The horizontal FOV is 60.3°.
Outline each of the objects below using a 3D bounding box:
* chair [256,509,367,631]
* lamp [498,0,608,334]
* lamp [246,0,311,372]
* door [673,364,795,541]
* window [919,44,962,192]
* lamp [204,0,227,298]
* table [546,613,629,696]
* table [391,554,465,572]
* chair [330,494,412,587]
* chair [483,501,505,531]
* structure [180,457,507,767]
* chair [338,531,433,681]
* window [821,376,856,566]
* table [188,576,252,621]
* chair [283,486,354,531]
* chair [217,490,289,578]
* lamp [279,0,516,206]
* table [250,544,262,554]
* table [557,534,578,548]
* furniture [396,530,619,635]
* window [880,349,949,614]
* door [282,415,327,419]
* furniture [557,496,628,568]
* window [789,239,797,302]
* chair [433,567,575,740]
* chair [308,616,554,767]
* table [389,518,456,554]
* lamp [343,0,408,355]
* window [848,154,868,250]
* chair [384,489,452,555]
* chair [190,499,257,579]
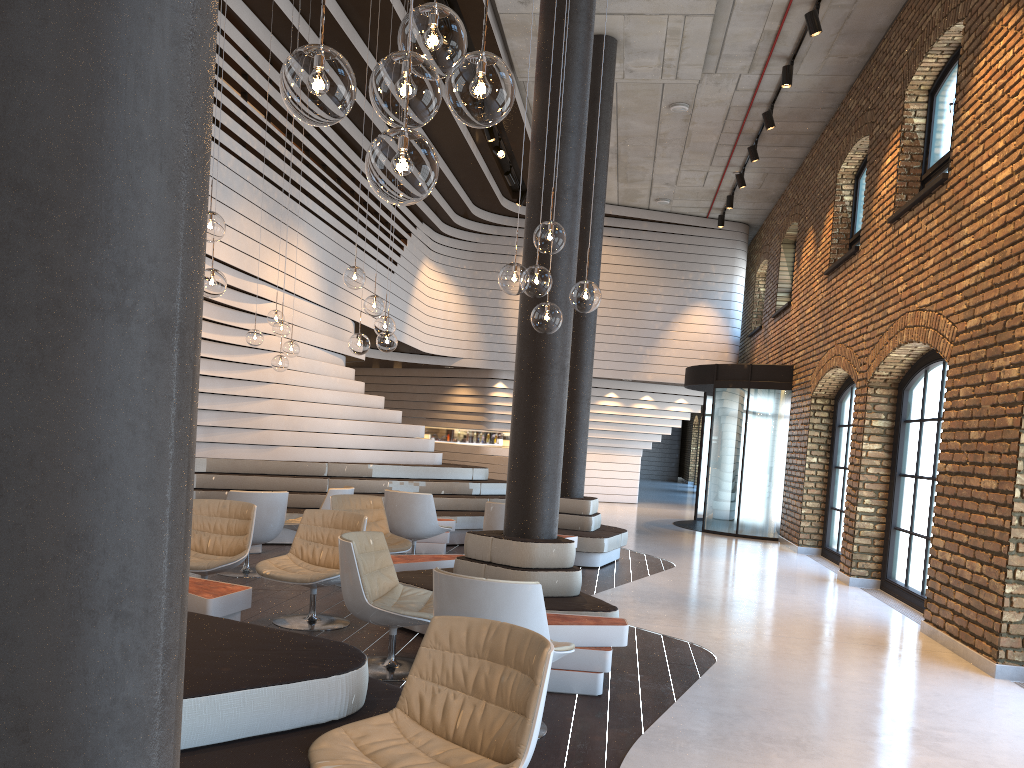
[{"bbox_3d":[-1.379,1.283,6.142,0.657,0.769,0.708,4,0,27],"label":"chair"},{"bbox_3d":[0.348,-2.605,4.491,0.544,4.695,0.292,4,3,-7],"label":"lamp"},{"bbox_3d":[-2.142,-2.481,8.420,0.530,4.735,0.332,2,3,-31],"label":"lamp"},{"bbox_3d":[4.559,1.241,15.467,3.205,2.863,3.245,4,-1,14],"label":"door"},{"bbox_3d":[4.145,-2.435,8.214,0.126,1.456,1.567,4,0,7],"label":"window"},{"bbox_3d":[-1.585,-2.724,4.769,0.293,4.695,0.541,4,3,3],"label":"lamp"},{"bbox_3d":[0.210,1.528,5.021,0.905,0.372,0.413,4,0,0],"label":"table"},{"bbox_3d":[-0.745,1.580,7.114,0.414,0.372,0.903,4,-2,45],"label":"table"},{"bbox_3d":[-1.267,1.381,7.726,0.654,0.769,0.711,4,0,-43],"label":"chair"},{"bbox_3d":[0.024,1.516,8.525,0.657,0.769,0.709,4,0,8],"label":"chair"},{"bbox_3d":[-2.484,1.075,5.240,5.773,0.930,18.195,4,-3,4],"label":"structure"},{"bbox_3d":[-0.669,1.274,5.117,0.711,0.769,0.655,4,0,11],"label":"chair"},{"bbox_3d":[4.359,1.087,11.192,0.130,2.545,2.349,4,0,7],"label":"window"},{"bbox_3d":[-1.929,1.400,5.390,0.907,0.372,0.412,2,-2,40],"label":"table"},{"bbox_3d":[-1.967,1.397,8.865,0.710,0.769,0.655,4,0,7],"label":"chair"},{"bbox_3d":[-2.375,1.315,7.926,0.654,0.769,0.711,4,0,-38],"label":"chair"},{"bbox_3d":[-0.123,-2.726,1.948,0.543,4.649,0.274,2,3,-31],"label":"lamp"},{"bbox_3d":[-2.890,1.538,9.003,0.414,0.372,0.903,4,-2,45],"label":"table"},{"bbox_3d":[0.213,1.771,9.297,0.906,0.372,0.413,4,-1,10],"label":"table"},{"bbox_3d":[-0.178,1.389,6.117,1.272,0.724,1.773,5,-2,-22],"label":"furniture"},{"bbox_3d":[4.011,0.903,8.375,0.130,2.545,2.349,4,0,7],"label":"window"},{"bbox_3d":[-4.928,0.958,21.825,1.773,2.713,0.079,4,3,12],"label":"door"},{"bbox_3d":[0.781,1.691,10.276,1.277,0.724,1.767,2,-3,43],"label":"furniture"},{"bbox_3d":[5.001,-1.981,15.160,0.126,1.456,1.567,4,0,7],"label":"window"},{"bbox_3d":[-0.064,1.267,4.250,0.657,0.769,0.708,4,0,25],"label":"chair"},{"bbox_3d":[-0.244,1.170,2.764,0.657,0.769,0.708,4,0,45],"label":"chair"},{"bbox_3d":[-1.070,1.720,9.982,0.904,0.372,0.413,5,-1,-20],"label":"table"},{"bbox_3d":[-0.932,-2.585,6.584,0.310,4.762,0.658,5,3,16],"label":"lamp"},{"bbox_3d":[4.492,-2.251,11.032,0.126,1.456,1.567,4,0,7],"label":"window"},{"bbox_3d":[-0.996,1.478,9.110,0.657,0.769,0.708,4,0,23],"label":"chair"},{"bbox_3d":[-2.208,1.237,6.336,0.657,0.769,0.708,4,0,15],"label":"chair"}]
